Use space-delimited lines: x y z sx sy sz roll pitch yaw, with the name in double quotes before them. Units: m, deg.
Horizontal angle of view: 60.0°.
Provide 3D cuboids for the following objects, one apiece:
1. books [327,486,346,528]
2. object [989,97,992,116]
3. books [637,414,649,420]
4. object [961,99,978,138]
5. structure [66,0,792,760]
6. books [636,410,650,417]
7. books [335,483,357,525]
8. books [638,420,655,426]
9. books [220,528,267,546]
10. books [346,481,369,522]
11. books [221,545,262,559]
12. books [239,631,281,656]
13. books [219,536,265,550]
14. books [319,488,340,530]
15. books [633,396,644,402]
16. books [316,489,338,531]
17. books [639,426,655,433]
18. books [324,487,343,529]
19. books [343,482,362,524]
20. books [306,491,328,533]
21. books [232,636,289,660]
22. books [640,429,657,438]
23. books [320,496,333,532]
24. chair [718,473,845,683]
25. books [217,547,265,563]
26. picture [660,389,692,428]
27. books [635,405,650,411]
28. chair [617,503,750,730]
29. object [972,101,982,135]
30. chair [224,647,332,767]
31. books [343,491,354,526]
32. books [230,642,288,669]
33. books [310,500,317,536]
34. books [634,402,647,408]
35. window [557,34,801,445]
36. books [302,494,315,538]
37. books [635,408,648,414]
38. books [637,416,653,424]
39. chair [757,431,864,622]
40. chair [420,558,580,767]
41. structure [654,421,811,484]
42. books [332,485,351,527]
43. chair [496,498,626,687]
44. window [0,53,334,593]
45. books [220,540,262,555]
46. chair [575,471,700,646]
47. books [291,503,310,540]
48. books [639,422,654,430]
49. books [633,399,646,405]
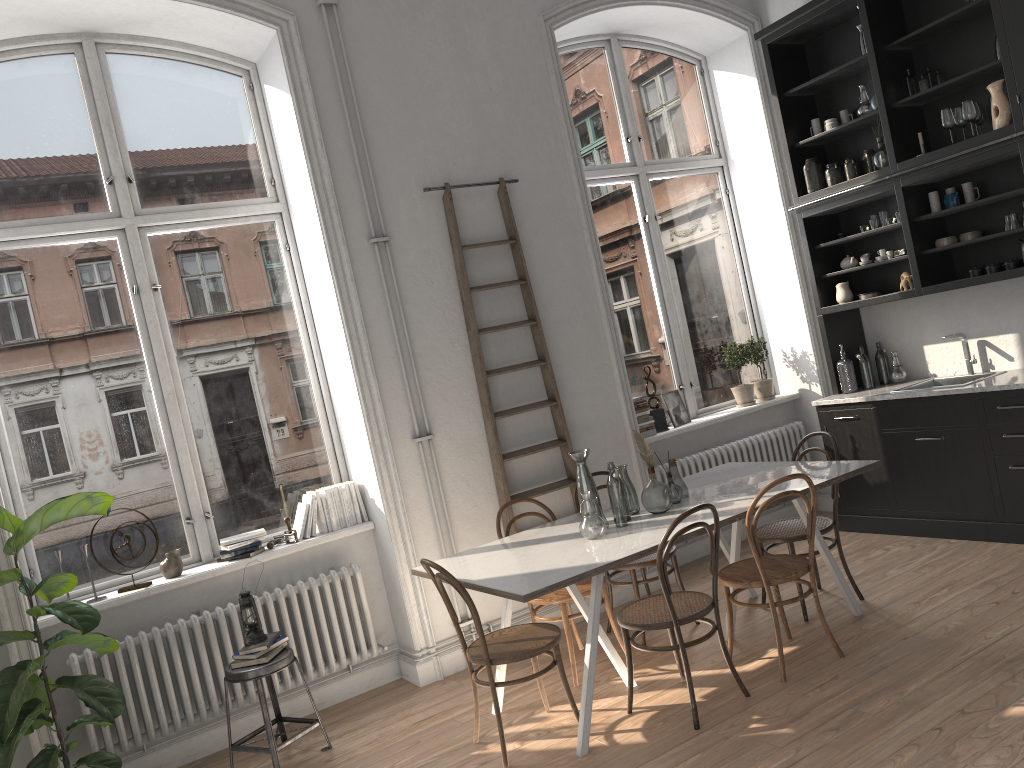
"books" -1.040 0.721 5.216 0.024 0.243 0.175 -13 2 -30
"object" 2.891 -1.597 5.272 0.083 0.221 0.083 -13 2 -31
"books" 0.852 0.249 6.307 0.205 0.022 0.155 -13 2 -16
"object" 2.700 -1.554 5.218 0.083 0.221 0.083 -12 2 16
"structure" -0.277 -0.650 5.472 5.177 4.475 0.340 -13 2 -30
"books" 0.847 0.226 6.312 0.222 0.024 0.158 -13 2 -30
"books" -0.984 0.708 5.250 0.024 0.243 0.175 -13 2 -30
"books" 0.857 0.295 6.309 0.255 0.014 0.193 -13 2 -27
"books" -1.491 0.848 4.913 0.243 0.019 0.174 -13 2 -20
"books" -0.925 0.695 5.259 0.040 0.244 0.174 -13 2 -30
"books" -1.493 0.919 4.897 0.205 0.022 0.155 -13 1 -10
"books" -1.241 1.278 4.376 0.147 0.027 0.221 -12 1 2
"books" -1.491 0.875 4.887 0.205 0.020 0.155 -14 2 -40
"books" -1.064 0.727 5.177 0.019 0.244 0.174 -13 2 -30
"books" 0.814 0.124 6.308 0.200 0.024 0.159 -14 2 -40
"books" -1.078 0.731 5.158 0.024 0.243 0.175 -13 2 -30
"books" 0.865 0.337 6.292 0.249 0.023 0.175 -13 2 -35
"books" -1.056 0.725 5.201 0.019 0.244 0.174 -13 2 -30
"books" -0.953 0.702 5.245 0.024 0.243 0.175 -13 2 -30
"books" -1.134 0.743 5.160 0.024 0.243 0.175 -13 2 -30
"books" -1.238 1.301 4.375 0.163 0.029 0.231 -11 2 31
"books" 0.869 0.369 6.293 0.247 0.043 0.192 -13 2 -30
"books" -1.098 0.755 5.156 0.020 0.205 0.155 -13 2 -30
"chair" 1.226 0.874 4.219 0.437 0.921 0.549 -13 2 -19
"books" -1.495 0.942 4.898 0.221 0.023 0.147 -12 2 19
"picture" 1.183 0.188 6.557 0.149 0.264 0.221 -11 2 43
"books" 0.833 0.186 6.302 0.243 0.019 0.174 -13 2 -30
"chair" 0.716 0.992 3.957 0.437 0.921 0.549 -14 2 -35
"object" 2.769 -1.571 5.296 0.083 0.221 0.083 -13 2 -31
"chair" -1.180 1.597 4.340 0.360 0.523 0.363 -11 2 33
"books" -0.989 0.729 5.221 0.020 0.205 0.155 -13 2 -30
"books" -1.241 1.328 4.368 0.194 0.034 0.246 -12 1 10
"books" -1.159 0.770 5.119 0.072 0.203 0.155 -13 2 -30
"books" 0.821 0.167 6.297 0.231 0.023 0.162 -13 2 -15
"window" 3.941 -6.385 12.352 14.372 15.940 26.414 -13 2 -30
"books" -1.183 0.759 5.105 0.100 0.235 0.174 -13 2 -30
"books" 0.842 0.205 6.305 0.205 0.022 0.155 -13 2 -35
"books" 0.850 0.275 6.309 0.245 0.028 0.194 -13 2 -35
"chair" 1.605 0.772 4.936 0.549 0.921 0.438 -13 2 -18
"chair" -0.046 1.158 3.979 0.549 0.921 0.438 -13 2 -22
"structure" 1.611 0.707 6.520 1.576 0.552 0.194 -13 2 -30
"books" -1.011 0.715 5.208 0.019 0.244 0.174 -13 2 -30
"chair" 0.255 1.071 4.773 0.437 0.921 0.549 -13 2 -32
"window" -2.021 -0.436 4.923 1.621 2.844 0.013 -13 2 -30
"books" -1.495 0.897 4.896 0.221 0.023 0.147 -13 2 -14
"chair" 0.698 0.965 5.129 0.437 0.921 0.549 -13 2 -23
"books" -1.214 0.786 5.090 0.104 0.194 0.155 -13 2 -31
"books" 0.860 0.314 6.292 0.249 0.023 0.175 -13 2 -30
"books" 0.828 0.143 6.303 0.205 0.020 0.155 -13 2 -30
